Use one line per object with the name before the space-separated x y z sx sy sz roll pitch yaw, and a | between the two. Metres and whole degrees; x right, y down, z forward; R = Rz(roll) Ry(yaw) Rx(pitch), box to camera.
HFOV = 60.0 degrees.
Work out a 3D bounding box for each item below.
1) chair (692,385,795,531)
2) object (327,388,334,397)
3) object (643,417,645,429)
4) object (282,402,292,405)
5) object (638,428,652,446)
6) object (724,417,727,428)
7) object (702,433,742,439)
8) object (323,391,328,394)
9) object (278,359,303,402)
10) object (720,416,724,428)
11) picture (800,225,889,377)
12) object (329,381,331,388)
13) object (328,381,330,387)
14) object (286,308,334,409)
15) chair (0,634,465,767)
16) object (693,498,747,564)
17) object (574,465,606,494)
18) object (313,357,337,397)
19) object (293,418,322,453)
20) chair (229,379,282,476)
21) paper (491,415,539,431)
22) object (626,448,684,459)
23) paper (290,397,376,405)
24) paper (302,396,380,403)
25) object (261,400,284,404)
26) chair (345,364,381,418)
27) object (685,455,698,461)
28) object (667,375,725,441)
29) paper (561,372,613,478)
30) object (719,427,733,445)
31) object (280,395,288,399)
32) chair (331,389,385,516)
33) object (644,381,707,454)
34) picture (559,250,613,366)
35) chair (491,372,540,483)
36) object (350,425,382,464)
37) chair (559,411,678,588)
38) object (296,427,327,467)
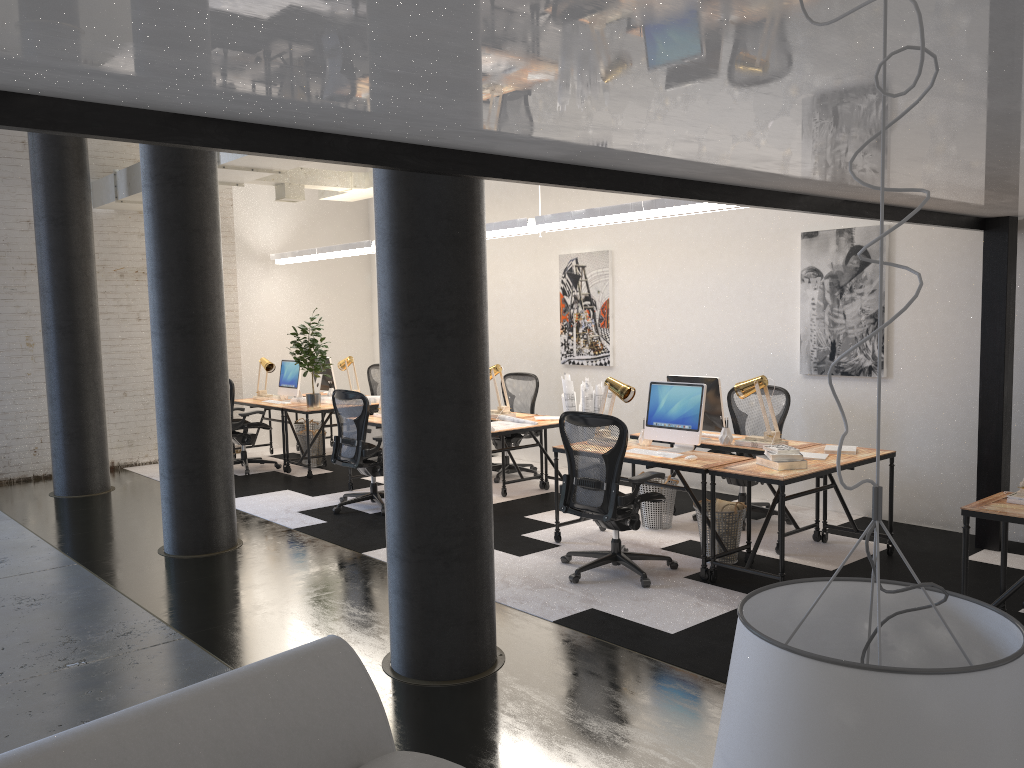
chair | 1.897 0.563 7.160 0.770 1.087 0.791 2 6 33
object | -2.157 0.111 10.604 0.101 0.127 0.101 -1 5 4
object | 0.967 0.346 6.504 0.008 0.207 0.054 0 6 14
object | -2.534 0.216 9.984 0.106 0.029 0.059 -5 6 -40
object | 0.978 0.389 6.498 0.101 0.127 0.101 -1 5 4
object | 1.555 0.339 6.434 0.008 0.207 0.054 3 7 36
object | 1.567 0.399 6.877 0.118 0.018 0.438 -5 6 -41
object | -2.357 0.108 11.279 0.106 0.029 0.059 -5 6 -40
object | -2.564 -0.039 10.339 0.189 0.486 0.483 -6 7 -41
object | 1.542 0.337 6.454 0.054 0.207 0.008 2 6 32
picture | 2.680 -0.659 7.189 0.049 1.185 0.730 -6 7 -41
object | -2.159 0.071 10.586 0.008 0.207 0.054 3 7 36
object | -2.172 0.068 10.606 0.054 0.207 0.008 2 6 32
object | -2.172 -0.279 9.513 0.513 1.079 0.438 3 7 40
chair | -0.497 1.184 2.018 1.025 0.786 1.006 3 6 40
object | 1.413 0.989 6.039 0.353 0.435 0.358 -6 7 -44
object | 0.687 0.894 7.810 0.353 0.399 0.352 -1 5 4
object | -2.337 -0.088 10.881 0.189 0.486 0.483 -6 7 -41
object | -2.566 0.648 11.172 0.353 0.435 0.358 -6 7 -44
chair | -3.065 0.429 9.989 0.770 1.087 0.791 2 6 33
paper | -0.135 0.346 7.846 0.625 0.061 0.567 -6 6 -43
object | 0.971 0.476 6.084 0.118 0.018 0.438 -5 6 -41
paper | -2.023 0.183 9.917 1.134 0.083 0.083 1 5 24
paper | -1.897 0.172 10.025 1.134 0.083 0.083 0 5 14
object | -2.743 0.207 10.236 0.118 0.018 0.438 -5 6 -41
chair | -1.817 0.295 11.312 0.770 1.087 0.791 2 6 33
object | 1.180 0.485 5.832 0.106 0.029 0.059 -5 6 -40
object | 1.377 0.181 6.729 0.189 0.486 0.483 -6 7 -41
paper | 0.654 0.483 7.777 0.440 1.200 0.412 1 6 27
object | 1.557 0.379 6.453 0.101 0.127 0.101 -1 5 4
object | -2.736 0.120 10.650 0.101 0.127 0.101 -1 5 4
chair | -1.286 0.570 7.988 0.770 1.087 0.791 2 6 33
object | 1.150 0.229 6.188 0.189 0.486 0.483 -6 7 -41
picture | 0.777 -0.790 9.370 0.049 1.185 0.730 -6 7 -41
chair | -0.038 0.436 9.311 0.770 1.087 0.791 2 6 33
object | -1.622 0.689 10.293 0.543 0.455 0.221 -6 7 -41
chair | 0.649 0.698 5.837 0.770 1.087 0.791 2 6 33
object | -2.301 0.720 10.190 0.353 0.435 0.358 -6 7 -44
